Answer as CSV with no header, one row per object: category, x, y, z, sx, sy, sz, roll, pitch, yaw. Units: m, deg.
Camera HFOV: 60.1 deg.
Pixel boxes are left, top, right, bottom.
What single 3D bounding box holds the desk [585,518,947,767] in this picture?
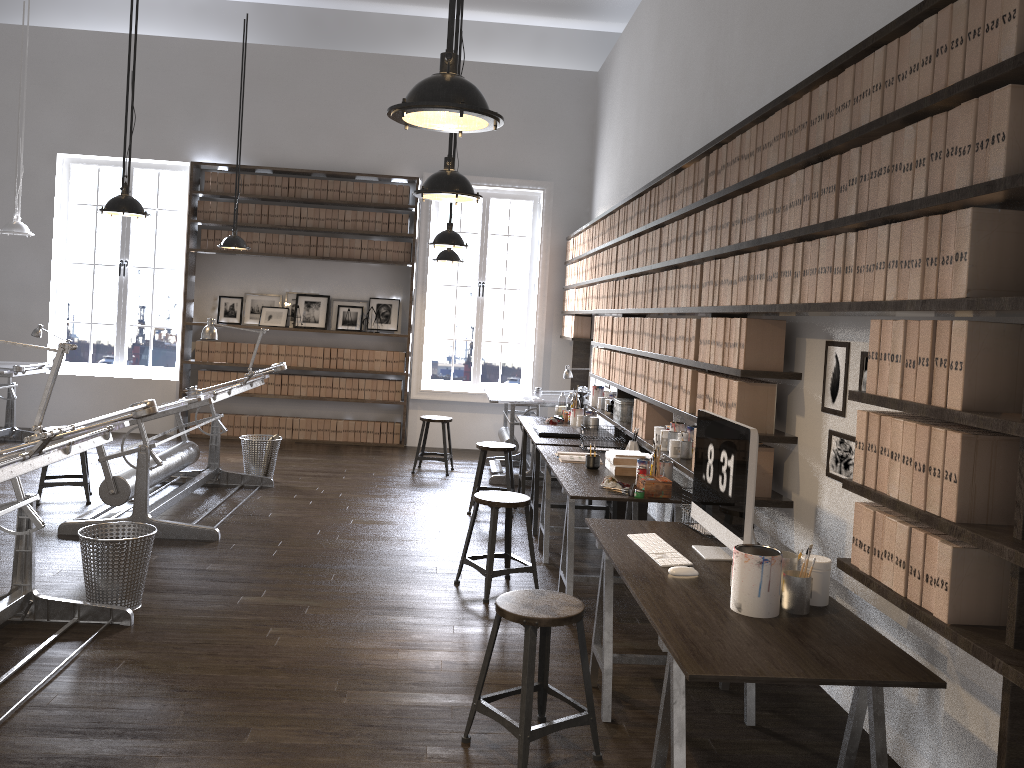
desk,0.680,0.995,3.023,0.655,0.668,1.672,3,4,-4

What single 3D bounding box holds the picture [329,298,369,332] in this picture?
picture,-1.838,-0.774,10.005,0.433,0.361,0.095,3,1,-4

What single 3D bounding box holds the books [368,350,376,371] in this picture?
books,-1.571,-0.267,9.964,0.066,0.225,0.175,3,2,-4

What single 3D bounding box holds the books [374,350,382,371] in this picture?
books,-1.508,-0.263,9.967,0.066,0.225,0.175,3,2,-4

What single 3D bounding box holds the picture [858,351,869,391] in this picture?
picture,1.282,-0.018,3.098,0.023,0.183,0.251,3,3,-4

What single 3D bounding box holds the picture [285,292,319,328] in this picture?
picture,-2.374,-0.827,9.969,0.369,0.405,0.091,3,1,-4

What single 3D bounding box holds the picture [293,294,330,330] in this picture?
picture,-2.246,-0.809,9.925,0.373,0.391,0.149,3,2,-4

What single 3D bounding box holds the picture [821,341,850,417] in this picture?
picture,1.259,-0.023,3.432,0.022,0.284,0.202,3,2,-5

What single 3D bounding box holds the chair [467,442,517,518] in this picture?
chair,-0.136,0.734,6.876,0.358,0.527,0.372,4,2,4

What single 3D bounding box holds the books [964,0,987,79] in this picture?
books,1.232,-0.863,2.201,0.174,0.225,0.067,3,2,-4

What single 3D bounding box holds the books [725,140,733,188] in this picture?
books,1.097,-1.015,4.143,0.174,0.225,0.067,3,2,-4

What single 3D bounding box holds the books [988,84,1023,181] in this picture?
books,1.223,-0.576,2.075,0.174,0.225,0.067,3,2,-4

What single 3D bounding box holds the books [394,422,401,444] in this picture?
books,-1.294,0.552,10.004,0.066,0.225,0.175,3,2,-4

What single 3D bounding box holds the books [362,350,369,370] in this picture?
books,-1.637,-0.270,9.954,0.067,0.225,0.175,3,2,-4

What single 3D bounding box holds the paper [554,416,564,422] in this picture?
paper,0.347,0.292,7.445,0.137,0.038,0.155,2,4,-19

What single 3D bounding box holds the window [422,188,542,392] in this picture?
window,-0.347,-1.045,9.998,1.244,2.307,0.153,3,1,-4

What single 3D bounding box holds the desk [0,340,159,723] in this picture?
desk,-2.084,0.459,3.151,1.076,1.384,2.074,3,3,-4

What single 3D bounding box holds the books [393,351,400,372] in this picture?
books,-1.303,-0.253,9.985,0.066,0.225,0.175,3,2,-4

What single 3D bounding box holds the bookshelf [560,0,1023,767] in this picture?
bookshelf,1.015,0.288,5.361,0.373,3.201,9.200,3,4,-4

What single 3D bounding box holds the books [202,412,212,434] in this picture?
books,-3.384,0.440,9.852,0.067,0.225,0.175,3,2,-4

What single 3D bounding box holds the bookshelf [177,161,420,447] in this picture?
bookshelf,-2.379,-0.511,9.943,2.473,3.719,0.413,3,1,-4

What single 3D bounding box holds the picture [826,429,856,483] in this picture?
picture,1.248,0.278,3.331,0.023,0.183,0.251,3,3,-4

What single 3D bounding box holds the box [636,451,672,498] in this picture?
box,0.715,0.448,4.451,0.137,0.207,0.212,3,3,-4

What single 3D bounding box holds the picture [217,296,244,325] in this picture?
picture,-3.159,-0.826,9.929,0.266,0.315,0.058,3,1,-4

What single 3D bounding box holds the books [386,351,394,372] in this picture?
books,-1.372,-0.256,9.978,0.066,0.225,0.175,3,2,-4

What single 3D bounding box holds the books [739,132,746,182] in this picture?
books,1.110,-0.999,3.938,0.174,0.225,0.067,3,2,-4

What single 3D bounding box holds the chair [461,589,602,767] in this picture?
chair,0.084,1.028,3.098,0.371,0.527,0.359,2,3,-36

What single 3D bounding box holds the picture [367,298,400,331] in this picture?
picture,-1.450,-0.786,10.002,0.343,0.364,0.161,3,2,-4

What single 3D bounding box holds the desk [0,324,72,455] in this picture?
desk,-4.769,0.021,8.239,1.171,1.187,1.272,3,3,-4

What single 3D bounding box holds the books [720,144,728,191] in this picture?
books,1.088,-1.021,4.214,0.174,0.225,0.067,3,2,-4

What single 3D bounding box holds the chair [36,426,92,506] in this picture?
chair,-3.229,0.586,6.405,0.371,0.527,0.359,2,2,-26

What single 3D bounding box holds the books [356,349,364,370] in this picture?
books,-1.704,-0.274,9.956,0.066,0.225,0.175,3,2,-4

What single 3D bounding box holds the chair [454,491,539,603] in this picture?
chair,-0.068,0.885,4.903,0.358,0.527,0.373,2,3,-31

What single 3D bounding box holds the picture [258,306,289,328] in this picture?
picture,-2.654,-0.746,9.871,0.299,0.229,0.145,3,2,-4

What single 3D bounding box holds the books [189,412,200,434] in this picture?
books,-3.524,0.432,9.848,0.066,0.225,0.175,3,2,-4

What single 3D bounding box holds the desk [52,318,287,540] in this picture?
desk,-2.317,0.196,6.494,1.076,1.384,2.285,3,3,-4

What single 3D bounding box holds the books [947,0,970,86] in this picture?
books,1.226,-0.869,2.275,0.174,0.225,0.067,3,2,-4

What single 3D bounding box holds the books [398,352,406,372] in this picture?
books,-1.237,-0.249,9.983,0.067,0.225,0.175,3,2,-4

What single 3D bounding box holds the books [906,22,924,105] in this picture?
books,1.210,-0.885,2.482,0.174,0.225,0.067,3,2,-4

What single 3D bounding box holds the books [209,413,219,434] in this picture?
books,-3.312,0.444,9.859,0.066,0.225,0.175,3,2,-4

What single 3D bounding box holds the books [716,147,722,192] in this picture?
books,1.088,-1.026,4.285,0.174,0.225,0.067,3,2,-4

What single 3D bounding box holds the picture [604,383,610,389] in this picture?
picture,0.900,-0.054,8.271,0.023,0.183,0.251,3,3,-4

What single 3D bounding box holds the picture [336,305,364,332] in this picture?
picture,-1.825,-0.736,9.965,0.289,0.290,0.127,3,2,-4

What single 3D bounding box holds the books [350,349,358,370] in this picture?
books,-1.775,-0.278,9.951,0.066,0.225,0.175,3,2,-4

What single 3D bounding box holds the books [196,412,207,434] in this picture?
books,-3.454,0.436,9.851,0.066,0.225,0.175,3,2,-4

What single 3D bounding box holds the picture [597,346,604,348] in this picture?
picture,0.876,-0.322,8.671,0.040,0.574,0.416,3,2,-4

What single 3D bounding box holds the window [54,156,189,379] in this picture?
window,-4.303,-1.259,9.837,1.482,2.494,0.153,3,1,-4

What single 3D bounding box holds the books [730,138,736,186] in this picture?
books,1.102,-1.010,4.072,0.174,0.225,0.067,3,2,-4

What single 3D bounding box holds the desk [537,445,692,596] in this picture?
desk,0.531,0.828,5.158,0.655,0.668,1.672,3,4,-4

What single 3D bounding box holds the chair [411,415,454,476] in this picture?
chair,-0.737,0.582,8.447,0.358,0.527,0.372,4,2,4

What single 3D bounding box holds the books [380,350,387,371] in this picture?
books,-1.442,-0.260,9.970,0.067,0.225,0.175,3,2,-4

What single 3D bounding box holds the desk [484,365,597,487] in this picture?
desk,0.277,0.342,8.541,1.071,1.096,1.272,3,3,-4

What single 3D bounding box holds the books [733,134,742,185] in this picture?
books,1.101,-1.005,4.005,0.174,0.225,0.067,3,2,-4

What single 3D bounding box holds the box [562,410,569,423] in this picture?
box,0.501,0.273,7.471,0.137,0.083,0.212,3,4,-4

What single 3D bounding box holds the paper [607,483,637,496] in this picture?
paper,0.556,0.527,4.458,0.137,0.038,0.155,4,4,11

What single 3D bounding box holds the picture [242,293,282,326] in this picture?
picture,-2.803,-0.830,9.935,0.415,0.365,0.083,3,1,-4

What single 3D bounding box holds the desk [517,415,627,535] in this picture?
desk,0.408,0.690,6.918,0.655,0.668,1.672,3,4,-4
